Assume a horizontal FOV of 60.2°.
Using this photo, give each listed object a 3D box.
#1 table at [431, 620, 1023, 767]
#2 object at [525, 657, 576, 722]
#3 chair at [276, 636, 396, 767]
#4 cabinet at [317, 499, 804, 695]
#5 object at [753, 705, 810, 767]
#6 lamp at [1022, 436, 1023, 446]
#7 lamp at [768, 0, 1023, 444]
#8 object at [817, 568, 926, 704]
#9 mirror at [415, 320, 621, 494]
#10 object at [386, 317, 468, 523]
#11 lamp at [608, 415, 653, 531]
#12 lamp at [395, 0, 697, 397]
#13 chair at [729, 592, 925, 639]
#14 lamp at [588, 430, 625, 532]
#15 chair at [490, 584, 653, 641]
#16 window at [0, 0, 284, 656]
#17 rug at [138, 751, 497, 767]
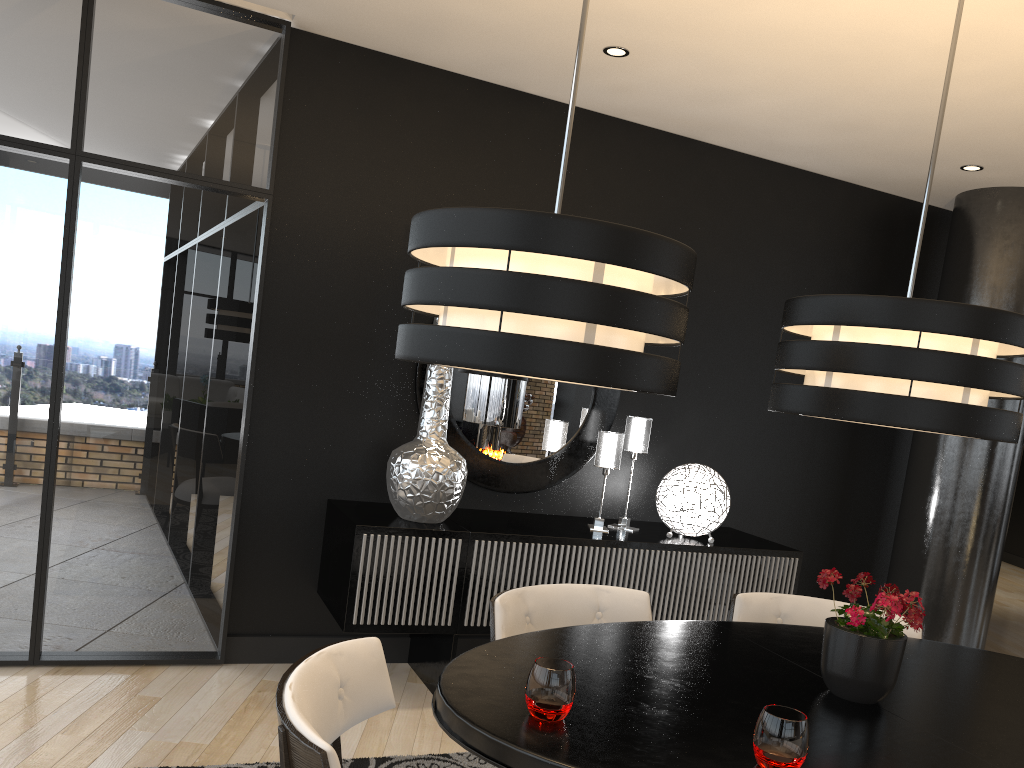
[{"bbox_3d":[0.778,1.132,2.167,2.113,0.774,1.198,7,2,-21],"label":"table"},{"bbox_3d":[0.075,0.595,1.719,0.094,0.107,0.095,10,4,33],"label":"object"},{"bbox_3d":[-0.184,0.986,1.728,0.616,0.812,0.638,7,4,-2],"label":"chair"},{"bbox_3d":[0.250,1.055,4.210,2.245,0.772,0.604,7,3,-23],"label":"cabinet"},{"bbox_3d":[0.492,0.652,1.615,0.095,0.107,0.094,7,3,-12],"label":"object"},{"bbox_3d":[1.777,-0.452,2.332,0.537,1.338,0.529,5,5,-24],"label":"lamp"},{"bbox_3d":[0.955,-0.562,1.978,0.537,1.338,0.529,5,5,-24],"label":"lamp"},{"bbox_3d":[0.848,0.603,2.097,0.238,0.300,0.226,6,4,-21],"label":"object"},{"bbox_3d":[0.052,0.000,4.277,1.080,1.086,0.025,6,6,-23],"label":"mirror"},{"bbox_3d":[-0.311,-0.019,3.744,0.344,1.217,0.340,6,5,-14],"label":"object"},{"bbox_3d":[0.582,0.434,4.302,0.131,0.554,0.124,11,6,29],"label":"lamp"},{"bbox_3d":[0.132,-0.671,1.624,0.537,1.338,0.529,5,5,-24],"label":"lamp"},{"bbox_3d":[0.985,1.140,2.817,0.642,0.812,0.613,8,4,5],"label":"chair"},{"bbox_3d":[0.439,0.458,4.183,0.125,0.469,0.131,8,5,-1],"label":"lamp"},{"bbox_3d":[0.240,1.041,2.536,0.645,0.812,0.610,5,5,-37],"label":"chair"},{"bbox_3d":[5.936,-0.205,0.292,15.931,4.818,10.047,8,1,-14],"label":"window"},{"bbox_3d":[0.665,1.502,2.193,3.736,0.011,2.693,8,0,-23],"label":"rug"}]
